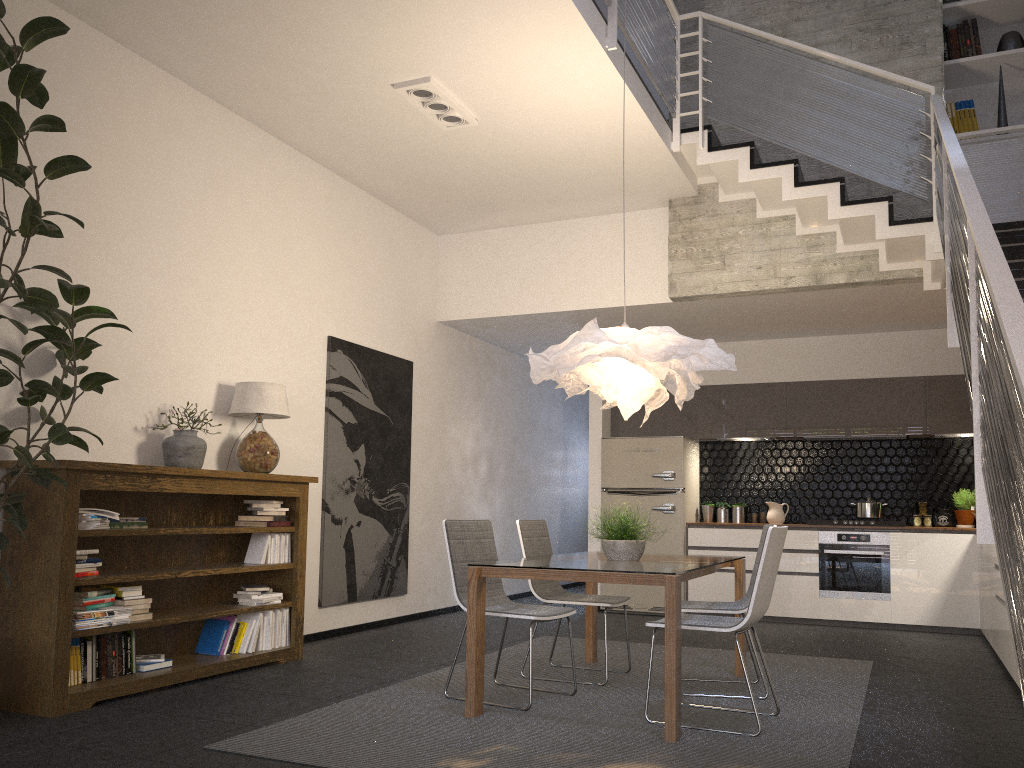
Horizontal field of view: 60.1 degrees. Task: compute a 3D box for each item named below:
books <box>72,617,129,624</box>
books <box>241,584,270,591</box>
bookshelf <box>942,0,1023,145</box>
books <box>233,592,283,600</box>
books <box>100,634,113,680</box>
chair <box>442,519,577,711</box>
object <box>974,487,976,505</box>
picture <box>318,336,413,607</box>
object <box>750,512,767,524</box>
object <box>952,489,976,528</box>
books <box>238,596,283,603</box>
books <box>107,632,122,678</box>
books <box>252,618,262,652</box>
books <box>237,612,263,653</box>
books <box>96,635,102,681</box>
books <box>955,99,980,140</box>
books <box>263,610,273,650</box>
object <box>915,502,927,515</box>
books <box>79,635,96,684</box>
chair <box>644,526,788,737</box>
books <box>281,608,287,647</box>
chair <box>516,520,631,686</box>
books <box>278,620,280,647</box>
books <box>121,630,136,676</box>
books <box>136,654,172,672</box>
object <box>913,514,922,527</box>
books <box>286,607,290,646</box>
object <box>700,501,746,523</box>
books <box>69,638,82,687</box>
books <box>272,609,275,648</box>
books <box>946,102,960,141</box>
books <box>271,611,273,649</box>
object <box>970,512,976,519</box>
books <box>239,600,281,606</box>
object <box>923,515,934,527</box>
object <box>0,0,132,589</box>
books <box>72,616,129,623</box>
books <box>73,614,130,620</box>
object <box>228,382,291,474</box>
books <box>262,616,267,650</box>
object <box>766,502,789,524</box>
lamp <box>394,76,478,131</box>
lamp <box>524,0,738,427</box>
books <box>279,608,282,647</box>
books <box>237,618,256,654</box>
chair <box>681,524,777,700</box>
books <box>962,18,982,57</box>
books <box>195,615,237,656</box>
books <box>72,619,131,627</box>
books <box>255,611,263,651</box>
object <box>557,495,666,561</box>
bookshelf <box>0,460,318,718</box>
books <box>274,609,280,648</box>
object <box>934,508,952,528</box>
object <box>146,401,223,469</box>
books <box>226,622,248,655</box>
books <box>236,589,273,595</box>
[{"bbox_3d":[-2.092,1.162,4.378,0.219,0.008,0.290,-4,-9,30],"label":"books"},{"bbox_3d":[-1.598,1.268,5.510,0.147,0.023,0.222,5,-9,-24],"label":"books"},{"bbox_3d":[3.656,-2.312,6.736,0.973,1.101,0.445,-2,-6,24],"label":"bookshelf"},{"bbox_3d":[-1.580,1.314,5.507,0.175,0.023,0.244,-5,-10,34],"label":"books"},{"bbox_3d":[-2.122,1.383,4.509,0.171,0.223,0.083,-2,-6,24],"label":"books"},{"bbox_3d":[-0.021,1.178,4.649,0.602,0.915,0.477,-3,-7,33],"label":"chair"},{"bbox_3d":[4.194,1.088,7.855,0.184,0.377,0.170,4,-6,-29],"label":"object"},{"bbox_3d":[-1.151,0.724,7.178,0.033,2.017,1.239,-1,-6,24],"label":"picture"},{"bbox_3d":[2.427,1.317,8.709,0.160,0.110,0.078,-3,-7,29],"label":"object"},{"bbox_3d":[4.073,1.109,7.928,0.245,0.352,0.235,-2,-7,28],"label":"object"},{"bbox_3d":[-1.560,1.335,5.497,0.174,0.019,0.245,-1,-8,14],"label":"books"},{"bbox_3d":[-2.097,1.383,4.564,0.171,0.240,0.085,-2,-6,24],"label":"books"},{"bbox_3d":[-1.622,1.534,5.433,0.155,0.202,0.073,-2,-6,24],"label":"books"},{"bbox_3d":[-1.631,1.514,5.411,0.174,0.233,0.101,-2,-6,24],"label":"books"},{"bbox_3d":[-2.143,1.368,4.462,0.171,0.239,0.055,-2,-6,24],"label":"books"},{"bbox_3d":[3.520,-1.960,6.847,0.171,0.371,0.273,-2,-7,24],"label":"books"},{"bbox_3d":[-1.574,1.527,5.517,0.175,0.242,0.024,-2,-6,24],"label":"books"},{"bbox_3d":[3.752,1.140,8.112,0.083,0.113,0.083,1,-6,4],"label":"object"},{"bbox_3d":[-2.162,1.360,4.407,0.167,0.240,0.100,-2,-6,24],"label":"books"},{"bbox_3d":[0.981,1.128,4.189,0.602,0.915,0.477,-2,-7,27],"label":"chair"},{"bbox_3d":[-1.521,1.549,5.663,0.175,0.242,0.024,-2,-6,24],"label":"books"},{"bbox_3d":[0.364,1.275,5.279,0.602,0.915,0.477,-2,-6,24],"label":"chair"},{"bbox_3d":[-1.540,1.561,5.617,0.155,0.204,0.021,-2,-6,24],"label":"books"},{"bbox_3d":[-2.058,1.392,4.625,0.167,0.240,0.104,-2,-6,24],"label":"books"},{"bbox_3d":[-1.974,1.508,4.784,0.270,0.049,0.259,4,-9,-21],"label":"books"},{"bbox_3d":[3.724,1.254,8.128,0.083,0.113,0.083,-2,-7,24],"label":"object"},{"bbox_3d":[-1.506,1.553,5.691,0.174,0.243,0.040,-2,-6,24],"label":"books"},{"bbox_3d":[2.105,1.273,8.815,0.482,0.219,0.173,-2,-7,21],"label":"object"},{"bbox_3d":[-2.202,1.350,4.329,0.171,0.234,0.108,-2,-6,24],"label":"books"},{"bbox_3d":[-1.576,1.537,5.587,0.175,0.242,0.024,-2,-6,24],"label":"books"},{"bbox_3d":[3.401,-1.953,6.899,0.159,0.370,0.273,-2,-7,24],"label":"books"},{"bbox_3d":[-1.573,1.530,5.541,0.174,0.242,0.019,-2,-6,24],"label":"books"},{"bbox_3d":[4.141,1.192,7.746,0.124,0.139,0.210,5,-8,-32],"label":"object"},{"bbox_3d":[-1.564,1.354,5.491,0.155,0.020,0.206,-5,-10,34],"label":"books"},{"bbox_3d":[3.802,1.250,8.089,0.083,0.113,0.083,-3,-7,34],"label":"object"},{"bbox_3d":[-2.204,-0.140,3.653,0.907,3.183,2.023,1,-6,2],"label":"object"},{"bbox_3d":[-2.093,1.156,4.379,0.219,0.008,0.290,-4,-9,30],"label":"books"},{"bbox_3d":[-2.087,1.146,4.383,0.219,0.008,0.290,-3,-9,28],"label":"books"},{"bbox_3d":[-1.624,0.295,5.684,0.389,0.579,0.391,2,-6,-7],"label":"object"},{"bbox_3d":[-1.592,1.543,5.500,0.155,0.204,0.021,-2,-6,24],"label":"books"},{"bbox_3d":[2.575,1.255,8.611,0.190,0.214,0.172,-4,-8,37],"label":"object"},{"bbox_3d":[-0.472,-1.787,5.633,0.253,0.066,0.648,-3,-9,24],"label":"lamp"},{"bbox_3d":[0.662,-2.350,5.091,1.119,5.186,1.066,-3,-6,35],"label":"lamp"},{"bbox_3d":[-1.549,1.546,5.648,0.175,0.242,0.024,-2,-6,24],"label":"books"},{"bbox_3d":[-1.649,1.528,5.374,0.155,0.193,0.105,-2,-6,24],"label":"books"},{"bbox_3d":[1.155,1.238,4.928,0.601,0.915,0.477,0,-6,10],"label":"chair"},{"bbox_3d":[3.574,-2.593,6.883,0.134,0.380,0.273,-1,-7,24],"label":"books"},{"bbox_3d":[-1.769,1.500,5.300,0.171,0.226,0.165,-2,-7,24],"label":"books"},{"bbox_3d":[-2.087,1.175,4.376,0.219,0.008,0.306,-4,-9,28],"label":"books"},{"bbox_3d":[-1.622,1.522,5.486,0.175,0.242,0.024,-2,-6,24],"label":"books"},{"bbox_3d":[0.595,0.789,4.822,0.531,0.365,0.671,-2,-8,19],"label":"object"},{"bbox_3d":[-1.874,1.069,4.974,0.451,1.165,1.929,-2,-8,24],"label":"bookshelf"},{"bbox_3d":[-1.548,1.539,5.598,0.174,0.242,0.019,-2,-6,24],"label":"books"},{"bbox_3d":[3.913,1.214,8.036,0.141,0.173,0.142,-2,-7,24],"label":"object"},{"bbox_3d":[-1.899,0.296,5.123,0.385,0.410,0.277,1,-6,2],"label":"object"},{"bbox_3d":[-1.699,1.532,5.342,0.146,0.182,0.148,-2,-7,27],"label":"books"},{"bbox_3d":[-1.597,1.289,5.501,0.155,0.022,0.206,0,-8,4],"label":"books"}]
